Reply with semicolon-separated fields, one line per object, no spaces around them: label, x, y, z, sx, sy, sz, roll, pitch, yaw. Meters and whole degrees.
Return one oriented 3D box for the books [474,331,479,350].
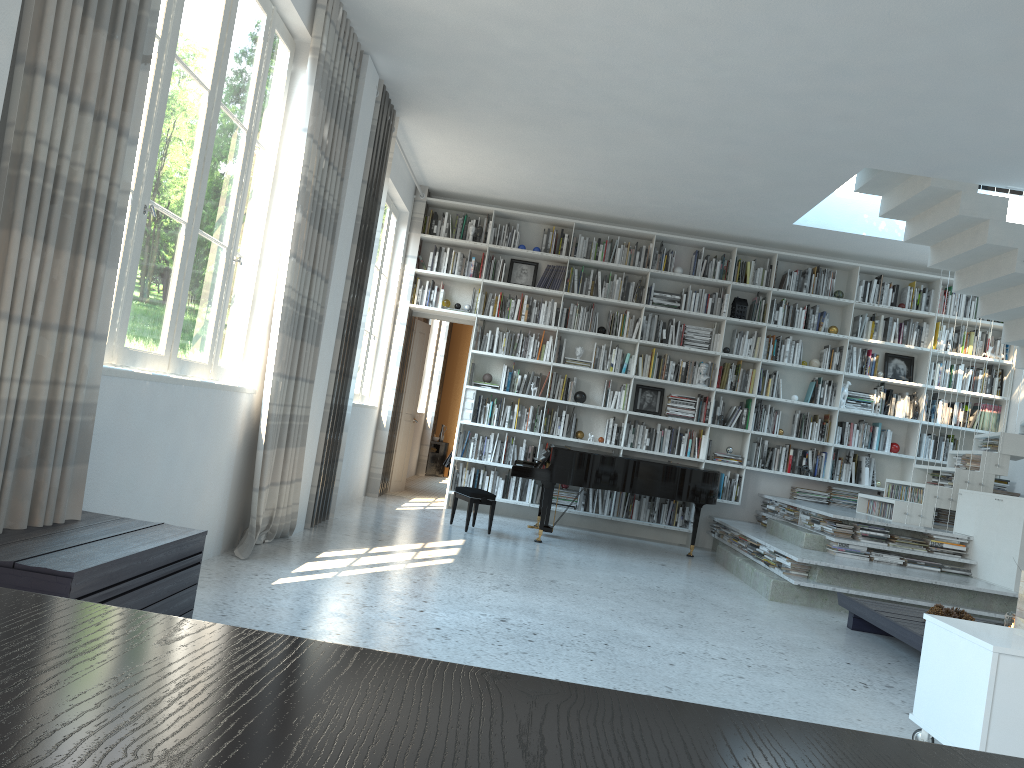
books;-0.363;-0.439;9.286;0.026;0.209;0.155;9;-2;2

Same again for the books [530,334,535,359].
books;0.212;-0.381;9.263;0.015;0.275;0.157;9;-2;2

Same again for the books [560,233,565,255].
books;0.527;-1.438;9.316;0.022;0.260;0.152;9;-2;2

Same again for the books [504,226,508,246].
books;-0.059;-1.538;9.316;0.007;0.272;0.154;9;-2;2

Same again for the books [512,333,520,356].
books;0.040;-0.398;9.290;0.048;0.256;0.141;9;-2;2

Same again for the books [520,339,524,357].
books;0.103;-0.363;9.280;0.021;0.205;0.130;9;-2;2

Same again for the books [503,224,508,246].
books;-0.071;-1.534;9.318;0.016;0.260;0.154;9;-2;2

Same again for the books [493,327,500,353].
books;-0.165;-0.444;9.282;0.023;0.281;0.174;9;-2;2

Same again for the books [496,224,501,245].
books;-0.145;-1.540;9.321;0.012;0.249;0.180;9;-2;2

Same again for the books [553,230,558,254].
books;0.448;-1.459;9.301;0.011;0.274;0.183;9;-2;2

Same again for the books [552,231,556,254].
books;0.437;-1.455;9.300;0.010;0.263;0.156;9;-2;2

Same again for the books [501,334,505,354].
books;-0.091;-0.406;9.276;0.014;0.229;0.148;9;-2;2

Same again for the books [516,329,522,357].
books;0.073;-0.416;9.272;0.013;0.299;0.151;9;-2;2

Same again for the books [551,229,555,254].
books;0.428;-1.466;9.313;0.013;0.283;0.166;9;-2;2

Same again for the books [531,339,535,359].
books;0.221;-0.350;9.275;0.012;0.217;0.160;9;-2;2

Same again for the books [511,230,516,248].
books;0.015;-1.497;9.306;0.021;0.213;0.173;9;-2;2

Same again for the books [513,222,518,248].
books;0.037;-1.537;9.327;0.007;0.301;0.145;9;-2;2

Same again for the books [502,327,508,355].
books;-0.074;-0.436;9.274;0.011;0.293;0.183;9;-2;2

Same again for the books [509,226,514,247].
books;-0.010;-1.520;9.323;0.013;0.252;0.129;9;-2;2

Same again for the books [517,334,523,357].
books;0.086;-0.391;9.281;0.021;0.256;0.156;9;-2;2

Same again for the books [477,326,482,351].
books;-0.336;-0.464;9.269;0.027;0.266;0.176;9;-2;2

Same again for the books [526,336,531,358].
books;0.170;-0.375;9.283;0.011;0.251;0.139;9;-2;2

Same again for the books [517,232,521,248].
books;0.067;-1.486;9.329;0.013;0.210;0.136;9;-2;2

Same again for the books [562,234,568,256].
books;0.552;-1.432;9.302;0.031;0.254;0.178;9;-2;2

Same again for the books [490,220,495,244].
books;-0.207;-1.567;9.334;0.007;0.285;0.159;9;-2;2

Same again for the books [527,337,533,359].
books;0.189;-0.367;9.291;0.028;0.242;0.131;9;-2;2

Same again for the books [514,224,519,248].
books;0.047;-1.531;9.338;0.015;0.293;0.131;9;-2;2

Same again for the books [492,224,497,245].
books;-0.186;-1.551;9.330;0.007;0.258;0.156;9;-2;2

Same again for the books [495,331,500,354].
books;-0.151;-0.424;9.273;0.011;0.246;0.176;9;-2;2

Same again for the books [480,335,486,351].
books;-0.300;-0.416;9.270;0.037;0.182;0.189;9;-2;2

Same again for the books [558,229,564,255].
books;0.506;-1.461;9.294;0.025;0.297;0.163;9;-2;2

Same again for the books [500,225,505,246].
books;-0.102;-1.530;9.322;0.016;0.243;0.156;9;-2;2

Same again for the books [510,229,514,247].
books;-0.001;-1.502;9.313;0.013;0.219;0.181;9;-2;2

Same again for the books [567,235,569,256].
books;0.588;-1.424;9.316;0.039;0.252;0.146;9;-2;2

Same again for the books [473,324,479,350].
books;-0.376;-0.479;9.296;0.012;0.285;0.159;9;-2;2

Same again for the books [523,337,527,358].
books;0.134;-0.369;9.277;0.013;0.227;0.151;9;-2;2

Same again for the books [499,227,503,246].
books;-0.117;-1.523;9.317;0.013;0.225;0.177;9;-2;2

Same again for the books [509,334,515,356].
books;0.004;-0.398;9.273;0.023;0.242;0.184;9;-2;2

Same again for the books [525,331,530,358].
books;0.164;-0.403;9.289;0.011;0.304;0.130;9;-2;2

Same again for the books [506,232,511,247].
books;-0.035;-1.489;9.317;0.026;0.182;0.161;9;-2;2

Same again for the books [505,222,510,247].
books;-0.048;-1.541;9.301;0.015;0.279;0.190;9;-2;2

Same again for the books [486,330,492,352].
books;-0.240;-0.433;9.272;0.022;0.235;0.177;9;-2;2

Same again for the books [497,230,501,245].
books;-0.134;-1.509;9.333;0.017;0.193;0.129;9;-2;2

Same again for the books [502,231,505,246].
books;-0.091;-1.502;9.330;0.014;0.192;0.146;9;-2;2

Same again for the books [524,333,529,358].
books;0.150;-0.389;9.273;0.012;0.272;0.145;9;-2;2

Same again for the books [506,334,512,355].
books;-0.030;-0.401;9.265;0.024;0.237;0.167;9;-2;2

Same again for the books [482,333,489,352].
books;-0.273;-0.424;9.288;0.042;0.208;0.143;9;-2;2

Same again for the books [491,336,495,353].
books;-0.194;-0.400;9.304;0.021;0.187;0.129;9;-2;2

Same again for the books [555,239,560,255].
books;0.473;-1.412;9.303;0.027;0.190;0.177;9;-2;2

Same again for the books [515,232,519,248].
books;0.053;-1.484;9.319;0.014;0.202;0.170;9;-2;2

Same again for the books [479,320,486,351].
books;-0.312;-0.495;9.267;0.012;0.333;0.184;9;-2;2

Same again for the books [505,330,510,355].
books;-0.044;-0.419;9.283;0.011;0.271;0.158;9;-2;2

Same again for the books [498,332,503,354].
books;-0.121;-0.417;9.296;0.049;0.242;0.139;9;-2;2

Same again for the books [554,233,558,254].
books;0.459;-1.445;9.329;0.013;0.254;0.129;9;-2;2

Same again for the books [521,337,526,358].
books;0.121;-0.373;9.266;0.013;0.229;0.177;9;-2;2

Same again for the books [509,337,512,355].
books;-0.015;-0.381;9.291;0.010;0.204;0.139;9;-2;2

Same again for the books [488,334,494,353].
books;-0.218;-0.414;9.260;0.028;0.203;0.188;9;-2;2

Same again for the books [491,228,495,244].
books;-0.202;-1.526;9.324;0.017;0.204;0.142;9;-2;2

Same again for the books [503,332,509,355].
books;-0.062;-0.411;9.265;0.021;0.247;0.189;9;-2;2

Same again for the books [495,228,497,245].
books;-0.170;-1.524;9.328;0.032;0.210;0.158;9;-2;2
